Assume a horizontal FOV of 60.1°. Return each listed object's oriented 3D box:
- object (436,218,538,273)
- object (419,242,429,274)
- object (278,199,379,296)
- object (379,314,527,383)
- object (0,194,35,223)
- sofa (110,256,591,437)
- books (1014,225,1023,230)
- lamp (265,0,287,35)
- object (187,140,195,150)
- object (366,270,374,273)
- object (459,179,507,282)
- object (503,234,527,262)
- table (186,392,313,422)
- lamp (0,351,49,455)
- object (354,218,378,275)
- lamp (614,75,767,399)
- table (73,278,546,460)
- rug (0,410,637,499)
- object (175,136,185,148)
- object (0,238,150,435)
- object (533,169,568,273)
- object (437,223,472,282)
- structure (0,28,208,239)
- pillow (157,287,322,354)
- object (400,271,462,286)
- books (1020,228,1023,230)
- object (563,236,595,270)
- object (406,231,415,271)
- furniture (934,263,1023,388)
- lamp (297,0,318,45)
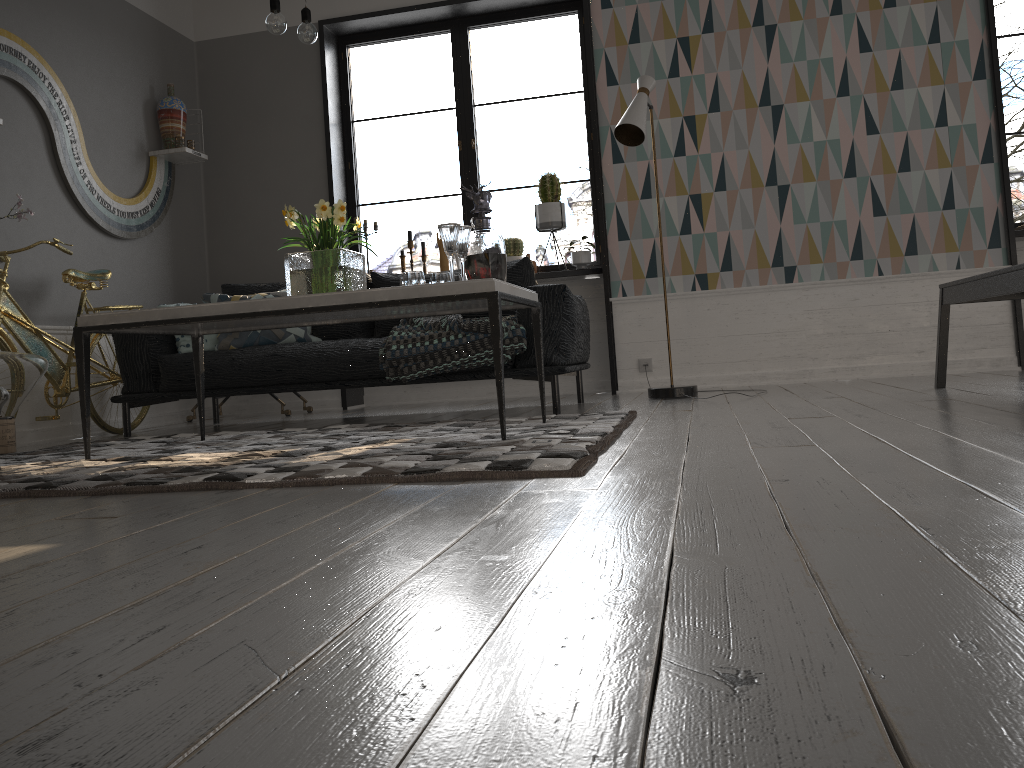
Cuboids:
[{"bbox_3d":[-0.169,-0.888,5.799,0.661,0.411,0.134,-4,-2,13],"label":"object"},{"bbox_3d":[-0.588,-0.813,5.931,0.075,0.301,0.076,-6,-3,43],"label":"object"},{"bbox_3d":[-0.679,-0.468,3.182,0.351,0.352,0.325,-4,0,14],"label":"object"},{"bbox_3d":[-0.256,-0.204,4.148,0.666,0.330,0.490,-4,0,7],"label":"object"},{"bbox_3d":[-2.339,-0.653,3.958,0.253,0.642,0.488,-5,-1,30],"label":"object"},{"bbox_3d":[-0.787,-0.203,4.560,2.338,0.799,0.970,-4,0,11],"label":"sofa"},{"bbox_3d":[3.079,-0.913,5.115,0.271,0.019,0.184,-4,2,11],"label":"books"},{"bbox_3d":[-0.677,-2.006,2.549,0.074,1.539,1.392,-3,-1,-19],"label":"lamp"},{"bbox_3d":[-2.037,-1.514,5.614,0.050,0.058,0.050,-4,-1,2],"label":"object"},{"bbox_3d":[-0.964,-0.715,6.039,0.084,0.152,0.084,-4,-1,16],"label":"object"},{"bbox_3d":[-0.103,-0.545,3.265,0.148,0.418,0.156,-5,-2,31],"label":"object"},{"bbox_3d":[-0.002,-0.842,5.810,0.234,0.283,0.213,-4,-1,-14],"label":"object"},{"bbox_3d":[-1.715,-0.122,5.742,0.741,0.681,0.339,-4,-1,12],"label":"table"},{"bbox_3d":[-2.157,0.086,3.666,0.431,0.438,0.433,-4,0,43],"label":"lamp"},{"bbox_3d":[-0.991,-0.880,5.967,0.145,0.491,0.161,-2,-3,-42],"label":"object"},{"bbox_3d":[0.964,-0.798,4.855,0.679,1.706,1.246,-4,-1,10],"label":"lamp"},{"bbox_3d":[-0.660,-0.035,3.142,1.454,0.512,0.732,-4,0,12],"label":"table"},{"bbox_3d":[-0.896,0.225,3.025,2.523,0.034,1.771,-4,2,12],"label":"rug"},{"bbox_3d":[-2.085,-1.509,5.555,0.060,0.079,0.060,-4,-1,1],"label":"object"},{"bbox_3d":[-2.243,-0.190,4.336,0.426,0.971,1.625,-4,1,4],"label":"object"},{"bbox_3d":[0.250,-1.050,5.655,0.236,0.672,0.228,-3,-2,-17],"label":"object"},{"bbox_3d":[-0.191,-0.435,3.067,0.082,0.227,0.168,-5,-1,24],"label":"object"},{"bbox_3d":[-2.301,-1.324,4.787,0.266,0.956,2.023,-4,1,12],"label":"structure"},{"bbox_3d":[-1.417,-0.341,4.643,0.798,0.363,0.443,-4,0,-6],"label":"pillow"},{"bbox_3d":[-0.284,-0.360,3.226,0.246,0.087,0.279,-4,1,-10],"label":"object"},{"bbox_3d":[3.077,-0.898,5.108,0.267,0.011,0.162,-4,2,15],"label":"books"},{"bbox_3d":[0.430,-0.827,5.585,0.170,0.204,0.246,-4,0,14],"label":"object"},{"bbox_3d":[-0.670,-0.843,5.898,0.123,0.376,0.123,-5,-2,17],"label":"object"},{"bbox_3d":[1.922,-0.189,3.094,0.465,0.456,1.670,-4,1,12],"label":"furniture"},{"bbox_3d":[-0.592,-2.015,2.658,0.074,1.539,1.392,-3,-1,-19],"label":"lamp"}]
